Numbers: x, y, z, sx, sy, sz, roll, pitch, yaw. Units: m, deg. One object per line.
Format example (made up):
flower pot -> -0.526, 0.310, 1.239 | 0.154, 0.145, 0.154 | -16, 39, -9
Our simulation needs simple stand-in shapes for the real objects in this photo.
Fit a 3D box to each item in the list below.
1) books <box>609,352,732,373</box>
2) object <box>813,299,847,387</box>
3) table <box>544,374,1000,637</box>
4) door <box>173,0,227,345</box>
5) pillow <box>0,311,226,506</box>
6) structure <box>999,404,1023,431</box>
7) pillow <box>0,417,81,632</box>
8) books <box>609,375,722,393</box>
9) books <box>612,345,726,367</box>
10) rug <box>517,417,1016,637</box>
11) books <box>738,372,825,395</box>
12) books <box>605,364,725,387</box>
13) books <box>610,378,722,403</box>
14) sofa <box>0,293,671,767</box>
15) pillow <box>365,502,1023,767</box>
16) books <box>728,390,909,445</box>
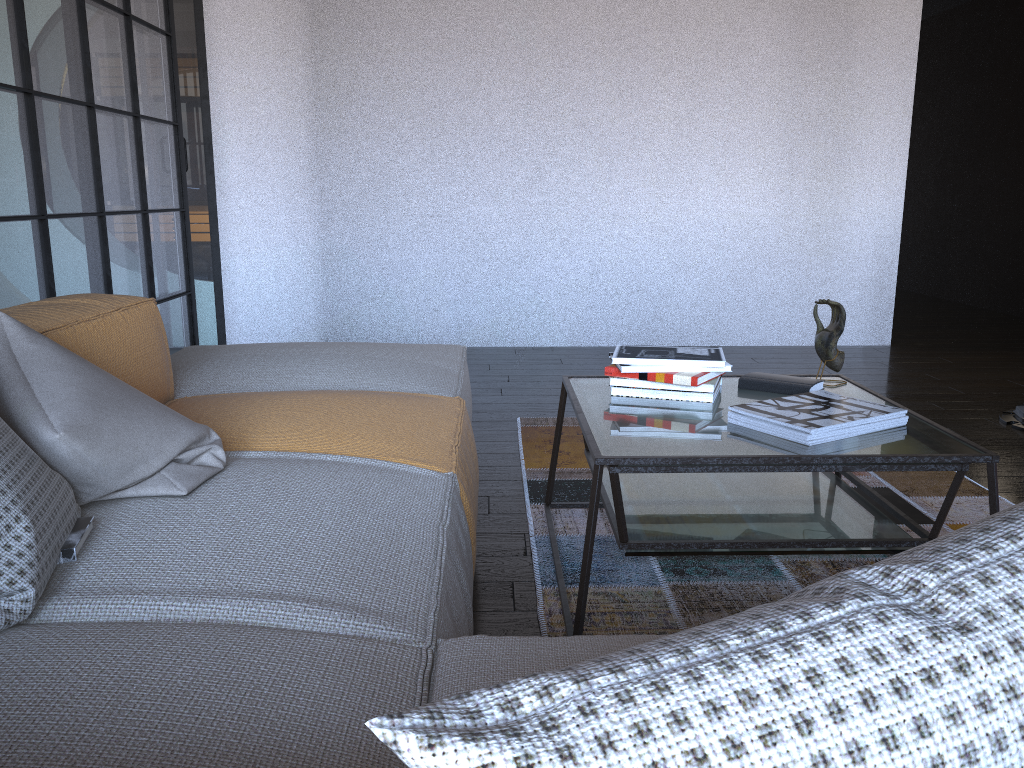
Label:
books -> 0.387, -0.056, 2.195 | 0.268, 0.014, 0.196 | -1, 12, -3
object -> 0.809, -0.111, 2.273 | 0.099, 0.223, 0.093 | 10, 16, 37
table -> 0.522, 0.245, 2.060 | 0.842, 0.389, 0.847 | 0, 12, -1
door -> -3.681, -1.394, 4.914 | 4.185, 2.596, 0.138 | 0, 12, -1
pillow -> -0.682, 0.046, 1.502 | 0.484, 0.314, 0.358 | 11, 16, 40
structure -> -1.579, -0.713, 1.841 | 8.512, 2.397, 0.481 | -4, 13, -20
pillow -> -0.741, 0.095, 1.135 | 0.293, 0.355, 0.495 | -3, 13, -15
books -> 0.386, -0.018, 2.207 | 0.251, 0.023, 0.209 | 4, 13, 18
books -> 0.387, -0.071, 2.192 | 0.268, 0.014, 0.196 | 2, 12, 10
rug -> 0.753, 0.379, 2.436 | 1.432, 0.013, 2.361 | 0, 12, -1
books -> 0.679, -0.003, 2.233 | 0.181, 0.029, 0.129 | 9, 15, 35
books -> 0.378, -0.034, 2.181 | 0.239, 0.023, 0.190 | 8, 14, 32
books -> 0.388, 0.004, 2.212 | 0.247, 0.024, 0.209 | 4, 13, 18
sofa -> 0.041, 0.215, 1.676 | 2.536, 0.698, 3.296 | 0, 12, -2
pillow -> 0.184, 0.222, 0.494 | 0.543, 0.402, 0.250 | -4, 13, -19
books -> 0.651, 0.068, 1.892 | 0.308, 0.038, 0.225 | -7, 14, -31
